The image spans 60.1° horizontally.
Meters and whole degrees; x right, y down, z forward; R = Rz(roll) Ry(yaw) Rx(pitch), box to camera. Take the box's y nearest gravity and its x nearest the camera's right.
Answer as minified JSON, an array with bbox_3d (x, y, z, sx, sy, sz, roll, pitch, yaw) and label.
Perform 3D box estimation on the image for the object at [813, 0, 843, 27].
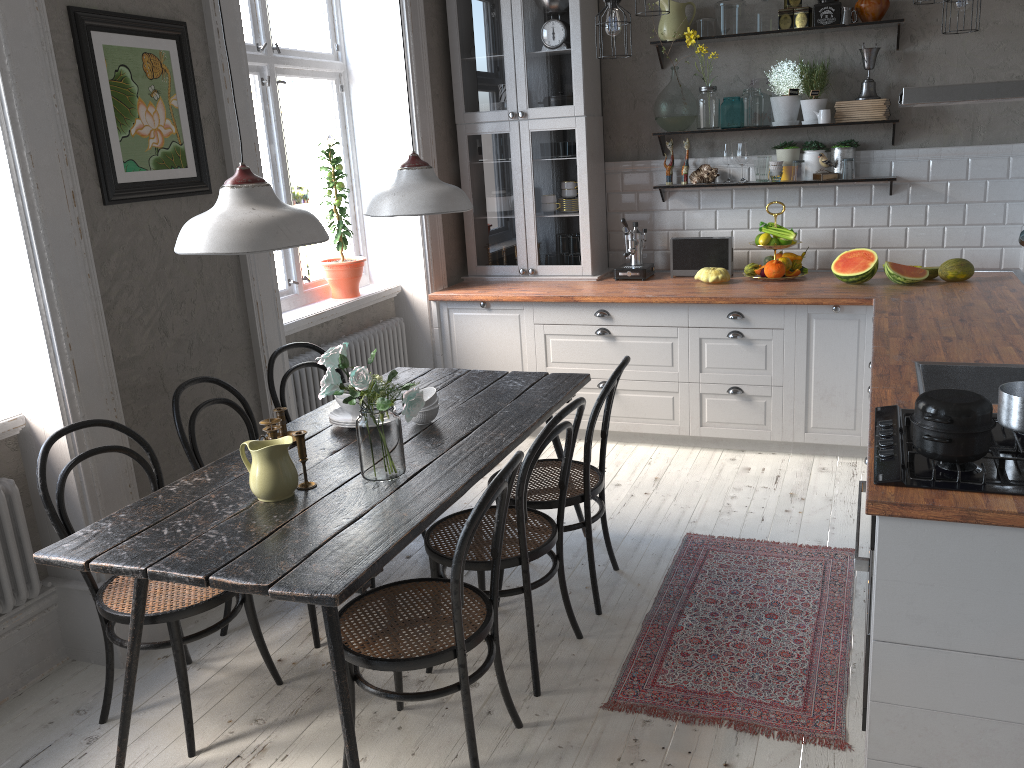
[{"bbox_3d":[1.678,-1.976,4.702,0.140,0.174,0.144,2,17,21],"label":"object"}]

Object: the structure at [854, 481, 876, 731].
[{"bbox_3d":[1.232,0.502,2.336,0.609,0.623,0.630,3,17,21],"label":"structure"}]

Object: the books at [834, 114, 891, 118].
[{"bbox_3d":[1.885,-1.443,4.769,0.256,0.016,0.161,7,18,33],"label":"books"}]

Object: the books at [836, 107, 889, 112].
[{"bbox_3d":[1.883,-1.475,4.761,0.257,0.011,0.160,4,17,23],"label":"books"}]

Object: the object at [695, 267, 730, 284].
[{"bbox_3d":[1.111,-0.603,4.904,0.194,0.083,0.192,3,17,21],"label":"object"}]

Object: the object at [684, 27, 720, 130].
[{"bbox_3d":[1.047,-1.679,4.881,0.190,0.540,0.283,0,16,14],"label":"object"}]

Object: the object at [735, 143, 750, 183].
[{"bbox_3d":[1.289,-1.237,4.960,0.081,0.217,0.082,-2,16,8],"label":"object"}]

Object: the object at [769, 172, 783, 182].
[{"bbox_3d":[1.464,-1.147,4.909,0.076,0.051,0.078,1,16,14],"label":"object"}]

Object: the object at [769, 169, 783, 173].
[{"bbox_3d":[1.462,-1.164,4.904,0.076,0.051,0.078,1,16,14],"label":"object"}]

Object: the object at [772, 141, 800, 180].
[{"bbox_3d":[1.539,-1.260,4.988,0.156,0.217,0.156,-3,15,2],"label":"object"}]

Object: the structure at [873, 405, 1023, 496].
[{"bbox_3d":[1.185,0.150,2.252,0.489,0.031,0.614,3,17,21],"label":"structure"}]

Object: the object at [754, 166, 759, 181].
[{"bbox_3d":[1.416,-1.199,5.045,0.076,0.083,0.079,9,20,38],"label":"object"}]

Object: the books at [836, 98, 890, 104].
[{"bbox_3d":[1.881,-1.516,4.749,0.257,0.011,0.160,5,17,26],"label":"books"}]

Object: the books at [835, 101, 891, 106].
[{"bbox_3d":[1.881,-1.506,4.752,0.256,0.016,0.160,6,18,29],"label":"books"}]

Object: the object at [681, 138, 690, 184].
[{"bbox_3d":[1.013,-1.292,5.136,0.062,0.264,0.052,-13,18,-31],"label":"object"}]

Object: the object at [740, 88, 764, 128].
[{"bbox_3d":[1.323,-1.520,4.885,0.122,0.206,0.127,11,21,42],"label":"object"}]

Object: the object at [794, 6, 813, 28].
[{"bbox_3d":[1.548,-1.938,4.707,0.081,0.113,0.084,6,18,31],"label":"object"}]

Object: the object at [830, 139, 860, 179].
[{"bbox_3d":[1.842,-1.246,4.896,0.156,0.213,0.155,2,16,19],"label":"object"}]

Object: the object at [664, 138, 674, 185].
[{"bbox_3d":[0.921,-1.300,5.186,0.053,0.264,0.061,-6,16,-7],"label":"object"}]

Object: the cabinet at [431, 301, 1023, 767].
[{"bbox_3d":[1.187,0.162,3.883,2.016,0.855,4.132,-9,17,-21],"label":"cabinet"}]

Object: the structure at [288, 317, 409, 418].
[{"bbox_3d":[-0.868,-0.031,4.665,0.147,0.428,1.238,2,16,20],"label":"structure"}]

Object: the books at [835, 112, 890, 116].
[{"bbox_3d":[1.885,-1.454,4.767,0.256,0.016,0.160,6,18,29],"label":"books"}]

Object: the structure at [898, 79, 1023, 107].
[{"bbox_3d":[1.609,-1.703,2.706,0.703,1.597,0.721,2,17,21],"label":"structure"}]

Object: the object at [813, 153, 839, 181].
[{"bbox_3d":[1.724,-1.192,4.849,0.119,0.147,0.100,-6,16,-10],"label":"object"}]

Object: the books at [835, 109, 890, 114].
[{"bbox_3d":[1.884,-1.464,4.764,0.257,0.011,0.160,5,17,26],"label":"books"}]

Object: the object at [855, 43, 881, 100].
[{"bbox_3d":[1.893,-1.656,4.697,0.130,0.288,0.131,-2,16,7],"label":"object"}]

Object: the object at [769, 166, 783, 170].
[{"bbox_3d":[1.461,-1.180,4.900,0.075,0.051,0.079,9,20,39],"label":"object"}]

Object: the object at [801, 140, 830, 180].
[{"bbox_3d":[1.686,-1.252,4.944,0.150,0.214,0.170,-16,19,-37],"label":"object"}]

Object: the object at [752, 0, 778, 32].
[{"bbox_3d":[1.391,-2.026,4.859,0.142,0.220,0.138,-9,16,-18],"label":"object"}]

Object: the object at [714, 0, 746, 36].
[{"bbox_3d":[1.191,-1.991,4.839,0.175,0.185,0.169,-12,18,-28],"label":"object"}]

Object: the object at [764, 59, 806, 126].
[{"bbox_3d":[1.525,-1.609,4.883,0.240,0.354,0.239,9,20,38],"label":"object"}]

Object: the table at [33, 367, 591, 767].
[{"bbox_3d":[-0.423,0.545,3.061,0.892,0.735,1.945,3,17,22],"label":"table"}]

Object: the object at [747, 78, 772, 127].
[{"bbox_3d":[1.399,-1.587,5.006,0.129,0.264,0.133,4,17,26],"label":"object"}]

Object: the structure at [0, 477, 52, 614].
[{"bbox_3d":[-1.820,0.652,2.379,0.147,0.428,1.238,2,16,20],"label":"structure"}]

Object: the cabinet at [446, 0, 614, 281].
[{"bbox_3d":[0.106,-1.570,5.245,0.867,1.922,0.393,2,17,20],"label":"cabinet"}]

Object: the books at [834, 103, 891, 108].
[{"bbox_3d":[1.882,-1.495,4.755,0.256,0.016,0.161,7,18,33],"label":"books"}]

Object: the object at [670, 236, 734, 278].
[{"bbox_3d":[1.093,-0.730,5.101,0.347,0.226,0.089,2,17,20],"label":"object"}]

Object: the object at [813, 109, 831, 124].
[{"bbox_3d":[1.675,-1.434,4.749,0.064,0.071,0.104,-15,19,-36],"label":"object"}]

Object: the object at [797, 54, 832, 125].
[{"bbox_3d":[1.628,-1.601,4.788,0.186,0.380,0.167,-9,16,-17],"label":"object"}]

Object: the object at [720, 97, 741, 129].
[{"bbox_3d":[1.244,-1.533,5.012,0.124,0.172,0.128,4,17,24],"label":"object"}]

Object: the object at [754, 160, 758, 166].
[{"bbox_3d":[1.413,-1.230,5.036,0.076,0.083,0.079,9,20,38],"label":"object"}]

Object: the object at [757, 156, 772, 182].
[{"bbox_3d":[1.414,-1.204,4.959,0.079,0.139,0.078,-5,16,-5],"label":"object"}]

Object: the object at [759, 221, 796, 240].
[{"bbox_3d":[1.457,-0.843,4.858,0.207,0.101,0.068,5,17,27],"label":"object"}]

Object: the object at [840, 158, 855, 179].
[{"bbox_3d":[1.820,-1.167,4.800,0.077,0.108,0.078,1,16,15],"label":"object"}]

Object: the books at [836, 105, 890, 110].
[{"bbox_3d":[1.883,-1.485,4.758,0.257,0.011,0.160,5,17,26],"label":"books"}]

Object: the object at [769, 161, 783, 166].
[{"bbox_3d":[1.460,-1.205,4.893,0.077,0.051,0.077,-1,16,7],"label":"object"}]

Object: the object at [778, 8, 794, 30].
[{"bbox_3d":[1.468,-1.943,4.740,0.081,0.113,0.084,2,17,21],"label":"object"}]

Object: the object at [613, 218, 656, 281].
[{"bbox_3d":[0.695,-0.792,5.136,0.203,0.370,0.358,3,17,21],"label":"object"}]

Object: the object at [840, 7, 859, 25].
[{"bbox_3d":[1.747,-1.907,4.586,0.092,0.096,0.075,3,17,21],"label":"object"}]

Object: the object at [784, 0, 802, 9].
[{"bbox_3d":[1.488,-2.046,4.688,0.083,0.113,0.083,-3,15,2],"label":"object"}]

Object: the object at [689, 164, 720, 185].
[{"bbox_3d":[1.104,-1.208,5.099,0.177,0.111,0.096,-4,15,-1],"label":"object"}]

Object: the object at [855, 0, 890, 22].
[{"bbox_3d":[1.869,-2.061,4.551,0.246,0.397,0.255,-18,21,-42],"label":"object"}]

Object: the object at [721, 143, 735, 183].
[{"bbox_3d":[1.241,-1.266,5.075,0.081,0.217,0.082,-2,16,8],"label":"object"}]

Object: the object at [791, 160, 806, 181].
[{"bbox_3d":[1.589,-1.185,4.911,0.077,0.108,0.078,1,16,15],"label":"object"}]

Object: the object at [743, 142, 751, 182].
[{"bbox_3d":[1.320,-1.261,5.041,0.081,0.217,0.082,-2,16,8],"label":"object"}]

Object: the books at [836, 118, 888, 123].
[{"bbox_3d":[1.887,-1.422,4.775,0.257,0.011,0.160,4,17,23],"label":"books"}]

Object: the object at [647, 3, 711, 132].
[{"bbox_3d":[0.897,-1.764,4.962,0.336,0.675,0.335,-6,16,-9],"label":"object"}]

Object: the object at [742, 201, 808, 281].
[{"bbox_3d":[1.457,-0.797,4.902,0.350,0.426,0.353,-2,16,7],"label":"object"}]

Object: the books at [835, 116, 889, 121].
[{"bbox_3d":[1.886,-1.433,4.772,0.257,0.011,0.160,5,17,26],"label":"books"}]
